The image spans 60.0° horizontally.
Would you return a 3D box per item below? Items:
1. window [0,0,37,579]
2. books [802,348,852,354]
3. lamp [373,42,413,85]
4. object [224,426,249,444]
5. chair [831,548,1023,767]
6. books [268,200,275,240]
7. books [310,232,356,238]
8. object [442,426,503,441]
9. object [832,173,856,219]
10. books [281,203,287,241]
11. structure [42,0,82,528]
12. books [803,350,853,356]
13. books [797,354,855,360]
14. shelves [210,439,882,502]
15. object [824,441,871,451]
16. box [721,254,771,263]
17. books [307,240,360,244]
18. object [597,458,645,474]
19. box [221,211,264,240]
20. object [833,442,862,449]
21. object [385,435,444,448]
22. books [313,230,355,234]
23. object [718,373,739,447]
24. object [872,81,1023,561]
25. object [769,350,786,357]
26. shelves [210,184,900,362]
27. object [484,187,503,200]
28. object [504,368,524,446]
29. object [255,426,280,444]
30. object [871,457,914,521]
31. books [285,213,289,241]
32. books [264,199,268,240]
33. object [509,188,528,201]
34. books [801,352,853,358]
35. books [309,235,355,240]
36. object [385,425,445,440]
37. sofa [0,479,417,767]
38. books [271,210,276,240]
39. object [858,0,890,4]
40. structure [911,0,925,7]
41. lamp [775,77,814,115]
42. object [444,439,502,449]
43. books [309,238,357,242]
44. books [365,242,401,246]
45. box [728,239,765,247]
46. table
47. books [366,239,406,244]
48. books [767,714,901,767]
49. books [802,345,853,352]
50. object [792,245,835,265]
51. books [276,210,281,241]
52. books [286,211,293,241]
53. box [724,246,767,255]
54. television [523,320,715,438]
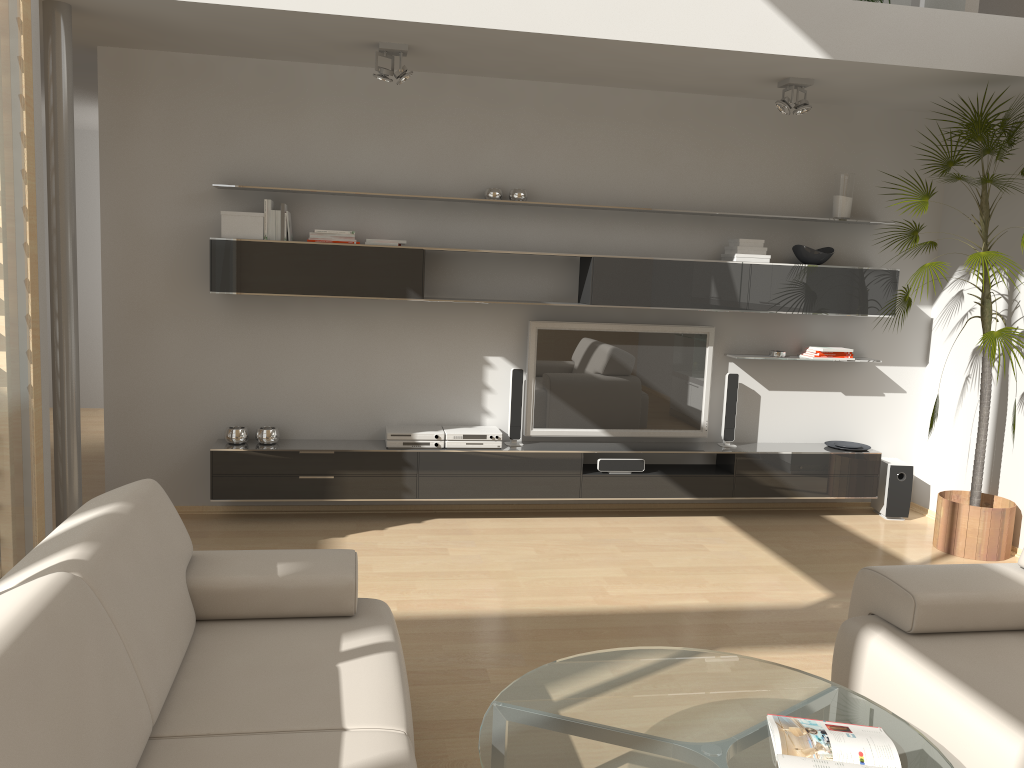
[{"bbox_3d":[-1.907,-0.213,2.659,0.020,2.500,2.525,1,8,-10],"label":"window"},{"bbox_3d":[2.081,-0.218,5.863,0.254,0.015,0.190,1,8,-9],"label":"books"},{"bbox_3d":[-0.632,-1.693,4.714,0.214,0.195,0.150,1,8,-10],"label":"lamp"},{"bbox_3d":[-1.639,0.305,5.283,0.143,0.091,0.143,5,8,22],"label":"object"},{"bbox_3d":[1.789,0.889,2.572,1.165,0.846,1.562,1,8,-10],"label":"chair"},{"bbox_3d":[-1.396,-0.945,5.137,0.017,0.227,0.230,1,8,-10],"label":"books"},{"bbox_3d":[-1.044,-0.868,5.174,0.254,0.015,0.190,1,8,-9],"label":"books"},{"bbox_3d":[-0.248,0.308,5.499,0.349,0.049,0.262,1,8,-10],"label":"object"},{"bbox_3d":[2.148,-1.212,5.755,0.129,0.291,0.129,-3,9,-38],"label":"object"},{"bbox_3d":[-1.321,-0.934,5.139,0.021,0.210,0.207,1,8,-10],"label":"books"},{"bbox_3d":[-2.189,-0.444,4.332,0.121,2.700,0.122,-1,8,-22],"label":"structure"},{"bbox_3d":[2.088,-0.203,5.863,0.254,0.015,0.190,1,8,-14],"label":"books"},{"bbox_3d":[2.074,-0.178,5.863,0.296,0.013,0.210,1,8,-10],"label":"books"},{"bbox_3d":[0.319,0.546,5.629,4.236,0.312,0.300,1,8,-10],"label":"shelves"},{"bbox_3d":[2.247,0.419,5.940,0.294,0.020,0.294,7,9,29],"label":"object"},{"bbox_3d":[1.488,-0.801,5.658,0.232,0.047,0.232,1,8,-10],"label":"box"},{"bbox_3d":[-1.040,-0.828,5.184,0.297,0.013,0.210,1,8,-10],"label":"books"},{"bbox_3d":[0.680,0.513,5.597,0.300,0.092,0.085,1,8,-10],"label":"object"},{"bbox_3d":[-1.532,-0.905,5.083,0.232,0.149,0.232,1,8,-10],"label":"box"},{"bbox_3d":[2.247,0.416,5.939,0.178,0.020,0.178,-1,8,-27],"label":"object"},{"bbox_3d":[-0.600,0.349,5.442,0.349,0.049,0.262,1,8,-10],"label":"object"},{"bbox_3d":[-1.042,-0.886,5.185,0.227,0.017,0.230,0,8,-15],"label":"books"},{"bbox_3d":[1.429,0.167,5.816,0.111,0.483,0.116,2,7,-4],"label":"object"},{"bbox_3d":[2.904,-0.225,4.426,0.983,2.668,2.706,-2,9,-30],"label":"object"},{"bbox_3d":[1.745,-0.199,5.831,0.106,0.035,0.105,6,8,25],"label":"object"},{"bbox_3d":[0.369,-0.642,5.473,4.236,0.914,0.300,1,8,-10],"label":"shelves"},{"bbox_3d":[-0.113,-1.154,5.399,0.115,0.081,0.115,-2,9,-29],"label":"object"},{"bbox_3d":[0.022,0.141,5.558,0.111,0.483,0.116,1,8,-14],"label":"object"},{"bbox_3d":[-1.464,0.309,5.314,0.143,0.091,0.143,5,8,22],"label":"object"},{"bbox_3d":[2.575,0.711,6.014,0.150,0.374,0.275,2,7,0],"label":"object"},{"bbox_3d":[-1.307,-0.907,5.147,0.009,0.156,0.207,1,8,-10],"label":"books"},{"bbox_3d":[-1.413,-0.945,5.128,0.017,0.227,0.230,1,8,-10],"label":"books"},{"bbox_3d":[0.039,-1.146,5.383,0.115,0.081,0.115,-2,9,-29],"label":"object"},{"bbox_3d":[2.078,-0.190,5.862,0.268,0.011,0.190,1,8,-9],"label":"books"},{"bbox_3d":[-1.053,-0.854,5.177,0.254,0.015,0.190,1,8,-14],"label":"books"},{"bbox_3d":[-0.598,0.301,5.436,0.349,0.049,0.262,1,8,-10],"label":"object"},{"bbox_3d":[-0.802,0.839,2.120,1.168,0.846,2.093,1,8,-10],"label":"sofa"},{"bbox_3d":[-1.374,-0.915,5.137,0.027,0.169,0.230,1,8,-10],"label":"books"},{"bbox_3d":[2.286,-2.681,6.026,1.331,1.069,1.491,1,8,-13],"label":"object"},{"bbox_3d":[0.584,-2.453,4.375,5.400,0.900,0.080,1,8,-10],"label":"structure"},{"bbox_3d":[1.629,-1.651,5.122,0.214,0.195,0.150,1,8,-10],"label":"lamp"},{"bbox_3d":[-0.251,0.355,5.510,0.349,0.049,0.250,1,8,-10],"label":"object"},{"bbox_3d":[-1.044,-0.840,5.182,0.268,0.011,0.190,1,8,-9],"label":"books"},{"bbox_3d":[-0.760,-0.826,5.248,0.190,0.015,0.254,2,7,-4],"label":"books"},{"bbox_3d":[1.490,-0.895,5.646,0.168,0.047,0.168,1,8,-10],"label":"box"},{"bbox_3d":[0.506,1.112,2.304,1.198,0.370,1.198,3,8,7],"label":"table"},{"bbox_3d":[-0.747,-0.841,5.244,0.230,0.017,0.227,1,8,-10],"label":"books"},{"bbox_3d":[0.809,0.933,2.197,0.297,0.037,0.440,4,8,10],"label":"books"},{"bbox_3d":[2.081,-0.233,5.848,0.227,0.017,0.230,0,8,-15],"label":"books"},{"bbox_3d":[1.945,-0.830,5.729,0.317,0.125,0.223,-2,9,-32],"label":"object"},{"bbox_3d":[-1.348,-0.916,5.150,0.027,0.169,0.230,1,8,-10],"label":"books"},{"bbox_3d":[-1.294,-0.915,5.162,0.023,0.169,0.230,1,8,-10],"label":"books"},{"bbox_3d":[1.488,-0.849,5.653,0.200,0.047,0.200,1,8,-10],"label":"box"},{"bbox_3d":[0.692,-0.026,5.721,1.224,0.735,0.096,1,8,-10],"label":"television"}]
